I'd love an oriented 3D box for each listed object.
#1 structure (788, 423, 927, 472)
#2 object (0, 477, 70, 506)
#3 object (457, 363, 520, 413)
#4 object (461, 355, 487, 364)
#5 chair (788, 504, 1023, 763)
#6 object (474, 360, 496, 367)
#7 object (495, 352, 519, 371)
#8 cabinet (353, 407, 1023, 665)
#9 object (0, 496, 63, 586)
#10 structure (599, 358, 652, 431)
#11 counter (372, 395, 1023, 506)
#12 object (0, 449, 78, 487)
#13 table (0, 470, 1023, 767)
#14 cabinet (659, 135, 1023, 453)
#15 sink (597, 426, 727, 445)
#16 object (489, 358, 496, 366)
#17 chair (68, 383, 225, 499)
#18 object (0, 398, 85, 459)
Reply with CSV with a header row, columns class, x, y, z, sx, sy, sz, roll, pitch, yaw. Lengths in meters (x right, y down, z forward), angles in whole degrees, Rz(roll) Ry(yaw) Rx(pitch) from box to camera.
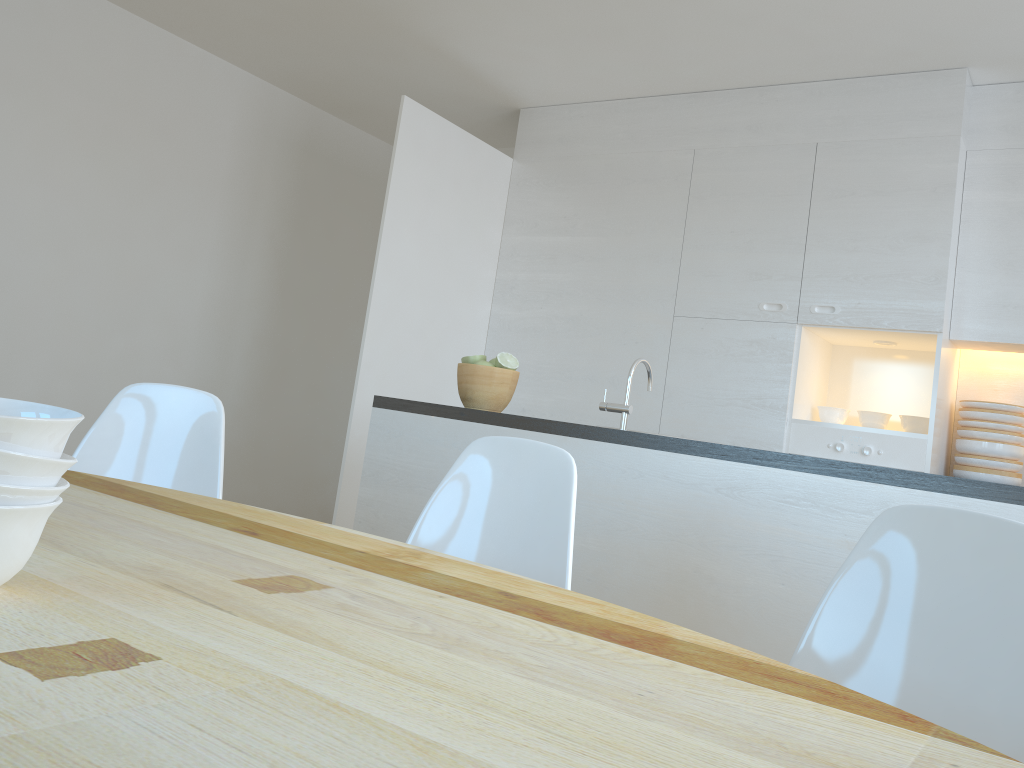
class,x,y,z,sx,sy,sz,roll,pitch,yaw
structure,1.440,0.496,3.781,0.562,0.599,0.049,5,-6,34
object,-0.462,0.108,0.746,0.151,0.093,0.151,9,-3,-17
object,-0.086,0.017,2.896,0.205,0.143,0.204,9,-3,-5
object,-0.129,-0.066,2.932,0.085,0.066,0.084,12,-5,-44
chair,0.385,0.591,1.075,0.520,0.907,0.430,12,-6,-36
object,-0.088,-0.033,2.866,0.097,0.086,0.081,8,-4,-1
object,-0.018,-0.067,2.865,0.077,0.072,0.074,11,-5,-31
cabinet,0.628,0.678,2.459,2.407,0.915,0.596,6,-5,34
object,-0.469,0.131,0.743,0.151,0.083,0.151,9,-3,-17
structure,0.337,0.028,2.568,0.097,0.216,0.161,5,-6,34
counter,0.696,0.207,2.507,2.407,0.040,0.596,7,-3,34
object,-0.456,0.085,0.751,0.150,0.096,0.152,11,-4,-39
table,-0.551,0.533,0.829,2.196,0.729,1.184,7,-4,32
cabinet,2.205,0.147,3.620,3.209,2.315,0.477,6,-6,34
sink,0.447,0.233,2.706,0.403,0.158,0.403,9,-3,-14
object,-0.043,-0.039,2.934,0.086,0.099,0.102,11,-5,-35
chair,-0.893,0.436,1.843,0.430,0.907,0.520,8,-5,4
object,-0.453,0.057,0.750,0.151,0.087,0.152,10,-4,-28
